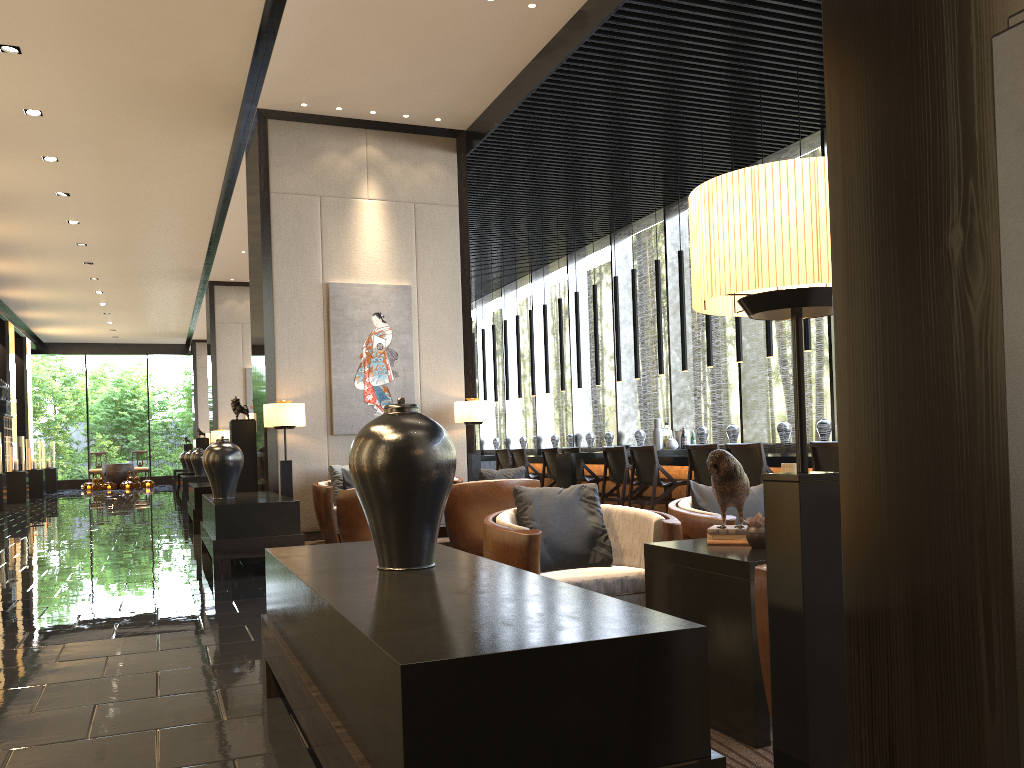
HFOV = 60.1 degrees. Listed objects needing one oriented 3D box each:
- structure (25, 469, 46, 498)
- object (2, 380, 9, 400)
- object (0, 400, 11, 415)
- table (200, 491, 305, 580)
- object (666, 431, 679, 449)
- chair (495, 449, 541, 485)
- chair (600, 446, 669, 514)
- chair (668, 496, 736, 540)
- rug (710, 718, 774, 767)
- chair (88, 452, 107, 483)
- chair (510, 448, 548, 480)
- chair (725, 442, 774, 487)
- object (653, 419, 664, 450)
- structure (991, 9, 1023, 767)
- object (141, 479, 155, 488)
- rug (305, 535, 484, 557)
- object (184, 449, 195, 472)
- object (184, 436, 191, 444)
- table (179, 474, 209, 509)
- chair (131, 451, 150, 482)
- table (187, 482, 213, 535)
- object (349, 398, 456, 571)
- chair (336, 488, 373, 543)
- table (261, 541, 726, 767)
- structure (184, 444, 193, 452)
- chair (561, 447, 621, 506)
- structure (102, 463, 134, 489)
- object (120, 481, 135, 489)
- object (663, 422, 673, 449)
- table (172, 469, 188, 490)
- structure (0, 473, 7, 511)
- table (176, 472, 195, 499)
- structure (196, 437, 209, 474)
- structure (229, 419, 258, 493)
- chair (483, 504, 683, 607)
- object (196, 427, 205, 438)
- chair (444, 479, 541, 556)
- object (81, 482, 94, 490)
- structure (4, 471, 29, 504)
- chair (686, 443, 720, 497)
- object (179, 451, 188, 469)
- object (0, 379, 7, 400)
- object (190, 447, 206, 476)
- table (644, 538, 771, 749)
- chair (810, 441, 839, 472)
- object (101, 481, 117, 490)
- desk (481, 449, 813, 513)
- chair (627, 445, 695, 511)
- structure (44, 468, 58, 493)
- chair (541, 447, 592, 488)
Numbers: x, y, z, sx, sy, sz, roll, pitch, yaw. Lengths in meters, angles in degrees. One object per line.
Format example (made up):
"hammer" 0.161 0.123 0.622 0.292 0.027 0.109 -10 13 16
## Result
"structure" -11.441 2.385 21.229 0.402 0.657 0.403 -1 -2 -22
"object" -11.508 0.145 19.949 0.311 0.492 0.312 -1 -2 -41
"object" -11.422 0.536 19.786 0.365 0.314 0.607 -1 -3 -22
"table" -2.127 1.164 7.098 0.620 0.512 1.964 -1 -4 -22
"object" 1.768 0.613 9.792 0.135 0.217 0.136 -1 -2 -35
"chair" 0.055 1.288 12.060 0.563 0.826 0.526 -1 -2 -22
"chair" 1.231 1.044 9.110 0.563 0.826 0.526 -1 -2 -22
"chair" 1.051 0.800 3.917 0.803 0.603 0.607 -1 -3 -22
"rug" 1.072 1.032 2.983 2.040 0.008 2.247 0 -4 -22
"chair" -12.161 2.538 26.035 0.520 1.075 0.537 -1 -1 -22
"chair" 0.268 1.244 11.526 0.563 0.826 0.526 -1 -2 -22
"chair" 2.032 0.878 7.102 0.563 0.826 0.526 -1 -2 -22
"object" 1.628 0.560 9.871 0.113 0.344 0.113 -1 -1 -26
"structure" 0.588 0.284 0.692 0.240 1.217 0.240 -2 -1 -22
"object" -10.533 2.875 25.590 0.370 0.229 0.370 -5 -4 41
"rug" -0.833 1.427 7.760 1.957 0.008 2.247 0 -4 -22
"object" -6.867 1.646 19.008 0.311 0.492 0.312 -2 -2 -3
"object" -9.400 1.623 25.630 0.176 0.246 0.116 -1 -1 -17
"table" -5.445 1.853 15.419 0.620 0.512 1.964 -1 -4 -22
"chair" -11.114 2.532 26.454 0.520 1.075 0.537 -1 -1 -22
"table" -3.559 1.461 10.689 0.620 0.512 1.964 -1 -4 -22
"object" -0.316 0.286 2.581 0.311 0.492 0.312 -1 -2 -33
"chair" -0.919 1.064 6.778 0.803 0.603 0.607 -1 -3 -22
"table" -0.259 0.776 2.413 0.620 0.512 1.964 -1 -4 -22
"structure" -9.358 2.349 25.632 0.240 1.217 0.240 -2 -1 -22
"chair" 0.856 1.122 10.051 0.563 0.826 0.526 -1 -2 -22
"structure" -11.388 2.662 25.606 0.873 0.709 0.876 0 -3 -33
"object" -10.814 2.835 24.877 0.369 0.229 0.370 -1 -3 -19
"object" 1.750 0.583 9.966 0.129 0.305 0.129 -1 -1 -36
"table" -8.772 2.543 23.762 0.620 0.512 1.964 -1 -4 -22
"structure" -9.266 1.933 15.775 0.402 0.657 0.403 -1 -2 -22
"table" -6.877 2.150 19.010 0.620 0.512 1.964 -1 -4 -22
"structure" -6.031 1.658 17.289 0.240 1.217 0.240 -2 -1 -22
"structure" -2.713 0.969 8.968 0.240 1.217 0.240 -2 -1 -22
"chair" 0.257 0.804 3.600 0.803 0.603 0.607 -1 -3 -22
"object" -6.081 0.947 17.299 0.161 0.217 0.102 -1 -2 -34
"chair" -0.124 1.060 7.096 0.803 0.603 0.607 -1 -3 -22
"object" -11.971 2.884 25.035 0.369 0.229 0.370 -2 -3 -4
"structure" -10.354 2.159 18.502 0.402 0.657 0.403 -1 -2 -22
"chair" 1.819 0.922 7.636 0.563 0.826 0.526 -1 -2 -22
"object" -8.786 2.045 23.819 0.311 0.492 0.312 -2 -2 -3
"object" -11.385 0.119 19.640 0.312 0.492 0.311 -3 -2 42
"object" -5.440 1.350 15.430 0.311 0.492 0.312 -2 -2 -3
"table" 1.041 0.769 2.903 1.041 0.517 0.577 -1 -3 -22
"chair" 2.408 0.800 6.161 0.563 0.826 0.526 -1 -2 -22
"object" -11.240 2.837 24.702 0.369 0.229 0.370 -2 -3 1
"desk" -0.436 1.491 14.297 1.779 0.759 28.797 -1 -4 -22
"chair" 1.444 1.000 8.576 0.563 0.826 0.526 -1 -2 -22
"structure" -12.529 2.610 23.956 0.402 0.657 0.403 -1 -2 -22
"chair" 0.643 1.166 10.585 0.563 0.826 0.526 -1 -2 -22
